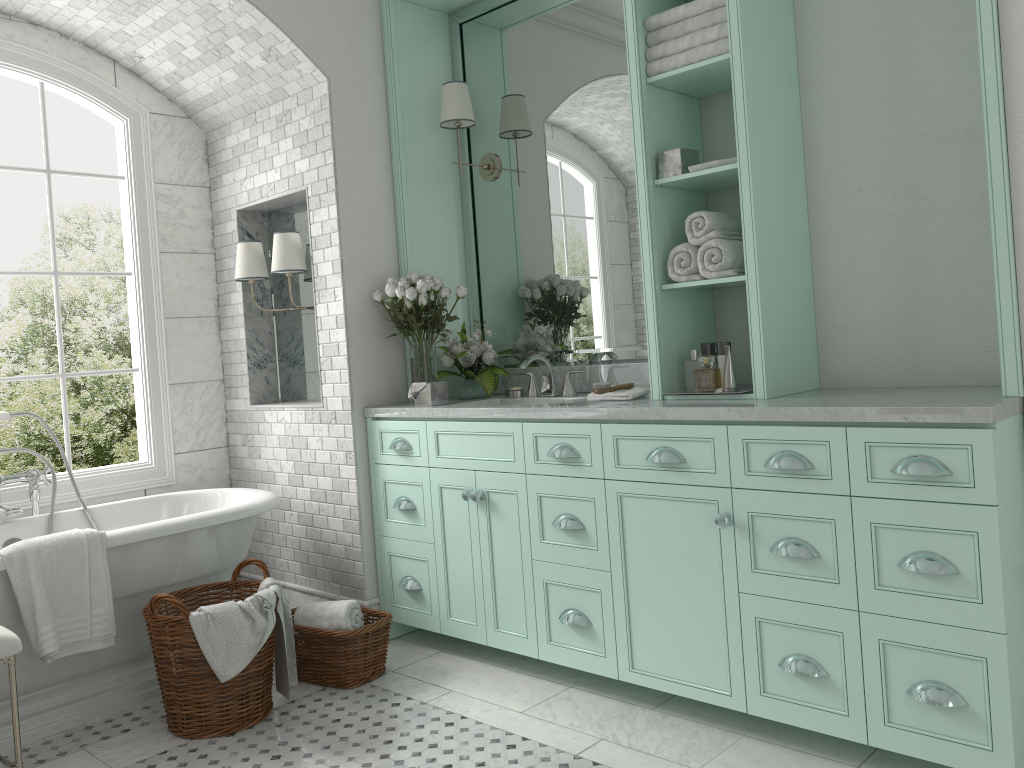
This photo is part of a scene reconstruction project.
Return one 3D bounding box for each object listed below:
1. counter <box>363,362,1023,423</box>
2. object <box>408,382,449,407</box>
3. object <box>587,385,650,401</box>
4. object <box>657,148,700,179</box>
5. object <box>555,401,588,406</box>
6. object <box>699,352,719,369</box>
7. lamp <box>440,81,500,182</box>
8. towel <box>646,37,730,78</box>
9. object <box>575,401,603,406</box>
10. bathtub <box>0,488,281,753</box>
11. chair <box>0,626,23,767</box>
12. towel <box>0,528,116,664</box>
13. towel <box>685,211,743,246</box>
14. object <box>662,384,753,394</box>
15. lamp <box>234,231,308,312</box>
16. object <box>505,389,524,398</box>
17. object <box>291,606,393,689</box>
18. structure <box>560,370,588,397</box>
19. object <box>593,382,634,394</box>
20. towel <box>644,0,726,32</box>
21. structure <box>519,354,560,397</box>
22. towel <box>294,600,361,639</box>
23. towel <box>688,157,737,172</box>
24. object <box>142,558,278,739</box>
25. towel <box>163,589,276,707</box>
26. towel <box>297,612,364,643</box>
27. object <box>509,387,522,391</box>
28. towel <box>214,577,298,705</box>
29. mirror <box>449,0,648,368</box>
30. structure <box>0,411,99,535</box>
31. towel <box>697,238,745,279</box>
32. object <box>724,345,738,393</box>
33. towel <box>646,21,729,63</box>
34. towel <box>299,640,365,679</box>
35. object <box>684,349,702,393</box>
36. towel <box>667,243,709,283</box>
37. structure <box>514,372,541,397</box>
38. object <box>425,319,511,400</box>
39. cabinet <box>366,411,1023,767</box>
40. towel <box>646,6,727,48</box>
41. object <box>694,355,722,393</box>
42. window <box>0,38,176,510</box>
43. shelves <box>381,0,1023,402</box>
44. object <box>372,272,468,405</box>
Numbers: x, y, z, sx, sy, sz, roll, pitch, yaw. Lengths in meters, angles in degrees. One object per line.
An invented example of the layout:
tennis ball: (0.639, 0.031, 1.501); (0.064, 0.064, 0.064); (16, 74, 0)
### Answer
counter: (0.565, 0.010, 3.670); (2.804, 0.181, 0.825); (-2, 4, 44)
object: (-0.400, 0.045, 4.173); (0.136, 0.113, 0.147); (-3, 2, 39)
object: (0.440, 0.040, 3.758); (0.316, 0.056, 0.239); (-2, 3, 40)
object: (0.660, -0.866, 3.504); (0.122, 0.105, 0.117); (-5, 2, -41)
object: (0.244, 0.078, 3.624); (0.075, 0.007, 0.176); (-2, 3, 35)
object: (0.803, -0.052, 3.573); (0.035, 0.151, 0.093); (-4, 1, -44)
lamp: (-0.231, -1.286, 4.557); (0.183, 0.488, 0.309); (-4, 1, 42)
towel: (0.837, -1.266, 3.545); (0.400, 0.068, 0.495); (-2, 4, 44)
object: (0.310, 0.076, 3.551); (0.167, 0.005, 0.020); (-6, 3, -42)
bathtub: (-1.990, 0.995, 3.775); (0.940, 0.757, 2.169); (-2, 3, 44)
chair: (-1.802, 1.103, 2.856); (0.366, 0.602, 0.372); (-3, 1, 44)
towel: (-1.778, 0.812, 3.439); (0.375, 0.463, 0.452); (-5, 2, -44)
towel: (0.816, -0.610, 3.494); (0.168, 0.142, 0.299); (-3, 3, 44)
object: (0.852, 0.021, 3.499); (0.349, 0.008, 0.439); (-2, 4, 44)
lamp: (-1.230, -0.585, 4.706); (0.547, 0.383, 0.309); (-2, 2, 44)
object: (0.011, 0.046, 4.369); (0.080, 0.035, 0.133); (-5, 3, -28)
object: (-0.794, 1.154, 3.926); (0.549, 0.261, 0.346); (-3, 2, 34)
structure: (0.294, -0.006, 4.123); (0.157, 0.121, 0.083); (-3, 1, 28)
object: (0.439, 0.009, 3.780); (0.228, 0.044, 0.068); (-6, 3, -37)
towel: (0.829, -1.449, 3.549); (0.400, 0.062, 0.495); (-2, 4, 44)
structure: (0.133, -0.038, 4.149); (0.103, 0.205, 0.235); (-4, 2, 33)
towel: (-0.794, 1.039, 3.840); (0.321, 0.211, 0.149); (-3, 1, 26)
towel: (0.859, -0.843, 3.428); (0.239, 0.056, 0.317); (-2, 3, 40)
object: (-1.180, 1.045, 3.530); (0.519, 0.570, 0.519); (-4, 1, -15)
towel: (-1.113, 1.037, 3.464); (0.483, 0.438, 0.400); (-3, 2, 44)
towel: (-0.805, 1.080, 3.981); (0.312, 0.186, 0.165); (-4, 1, 13)
object: (0.017, 0.025, 4.351); (0.052, 0.022, 0.077); (-5, 3, -26)
towel: (-1.121, 1.056, 3.540); (0.460, 0.469, 0.382); (-4, 1, -7)
mirror: (0.247, -1.056, 4.320); (1.434, 1.933, 0.015); (-3, 1, 44)
structure: (-2.201, 0.761, 4.093); (0.780, 1.285, 0.340); (-5, 1, -36)
towel: (0.857, -0.485, 3.441); (0.160, 0.159, 0.305); (-3, 2, 44)
object: (0.817, -0.056, 3.333); (0.050, 0.179, 0.049); (-4, 1, -44)
towel: (0.836, -1.327, 3.551); (0.400, 0.068, 0.495); (-2, 4, 44)
towel: (-0.778, 1.187, 3.862); (0.311, 0.163, 0.153); (-3, 2, 34)
object: (0.722, -0.051, 3.485); (0.093, 0.170, 0.035); (-3, 1, 43)
towel: (0.759, -0.483, 3.538); (0.153, 0.163, 0.311); (-3, 2, 44)
structure: (0.071, 0.001, 4.308); (0.157, 0.121, 0.083); (-3, 1, 28)
object: (-0.208, -0.121, 4.491); (0.395, 0.402, 0.452); (-5, 2, -45)
cabinet: (0.597, 0.645, 3.657); (2.794, 1.097, 0.864); (-2, 2, 44)
towel: (0.840, -1.391, 3.559); (0.400, 0.068, 0.495); (-2, 4, 44)
object: (0.750, -0.038, 3.401); (0.063, 0.147, 0.092); (-5, 1, -41)
window: (-2.601, -0.531, 4.252); (0.118, 2.323, 1.834); (-4, 1, 44)
shelves: (0.573, -1.011, 3.742); (2.805, 2.123, 0.465); (-2, 1, 44)
object: (-0.443, -0.222, 4.348); (0.392, 0.653, 0.355); (-5, 1, -35)
